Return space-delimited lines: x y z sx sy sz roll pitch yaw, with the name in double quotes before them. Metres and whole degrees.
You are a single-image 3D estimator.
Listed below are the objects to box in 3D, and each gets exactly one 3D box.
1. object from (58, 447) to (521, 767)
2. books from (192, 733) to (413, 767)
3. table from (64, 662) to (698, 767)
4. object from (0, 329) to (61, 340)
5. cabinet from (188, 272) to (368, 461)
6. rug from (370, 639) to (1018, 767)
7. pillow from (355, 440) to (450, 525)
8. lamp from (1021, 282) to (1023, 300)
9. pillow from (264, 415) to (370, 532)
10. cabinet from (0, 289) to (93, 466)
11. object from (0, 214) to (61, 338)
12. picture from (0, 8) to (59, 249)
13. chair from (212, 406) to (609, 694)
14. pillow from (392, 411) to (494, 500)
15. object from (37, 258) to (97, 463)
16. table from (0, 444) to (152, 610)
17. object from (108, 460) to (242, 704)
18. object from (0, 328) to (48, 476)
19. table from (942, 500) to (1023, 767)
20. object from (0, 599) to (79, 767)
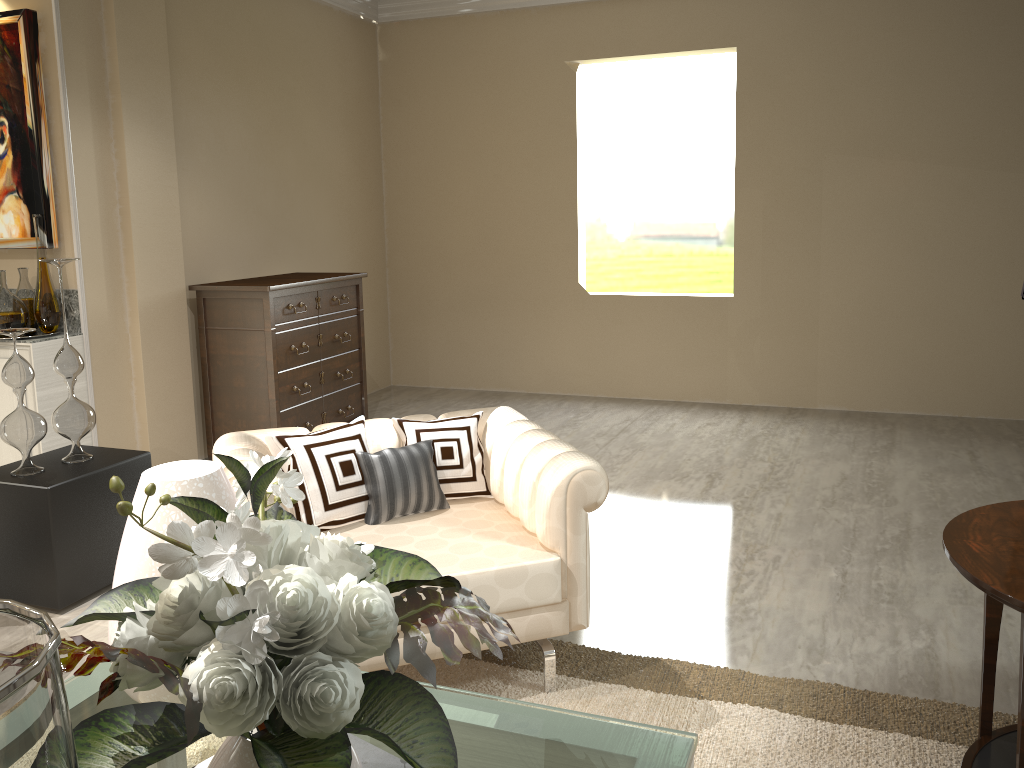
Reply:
"object" -0.294 0.311 1.068 0.511 0.471 0.551 3 10 22
"books" -0.319 0.540 1.128 0.275 0.016 0.343 7 14 37
"table" -0.440 0.795 0.950 1.057 0.342 1.310 3 12 21
"object" -1.861 -0.187 3.361 0.271 0.013 0.273 0 11 5
"cabinet" -1.070 -0.100 4.253 0.428 0.806 0.830 2 10 21
"rug" 0.091 0.967 0.691 2.673 0.022 2.994 3 12 21
"pillow" -0.277 0.250 2.222 0.239 0.185 0.127 -8 11 -33
"lamp" 1.066 -0.042 1.390 0.474 0.676 0.478 -2 9 -4
"pillow" -0.445 0.230 2.191 0.184 0.247 0.282 7 13 43
"cabinet" -2.269 0.061 3.480 1.230 0.834 0.515 -2 9 -3
"object" -1.863 -0.404 3.327 0.204 0.454 0.239 3 9 24
"picture" -2.036 -0.962 3.424 0.596 0.870 0.049 2 9 21
"chair" -0.283 0.406 2.208 0.850 0.547 0.739 -5 11 -19
"pillow" -0.183 0.199 2.363 0.251 0.221 0.165 -4 10 -16
"object" -1.340 -0.071 2.675 0.121 0.608 0.122 1 9 16
"table" -1.357 0.416 2.697 0.330 0.356 0.395 2 10 21
"object" -0.531 0.329 1.462 0.252 0.383 0.254 1 9 16
"object" -1.420 0.051 2.559 0.121 0.413 0.122 3 9 26
"table" 1.079 0.539 1.472 0.674 0.494 0.679 2 11 18
"object" -0.413 0.432 0.605 0.236 0.501 0.238 2 9 18
